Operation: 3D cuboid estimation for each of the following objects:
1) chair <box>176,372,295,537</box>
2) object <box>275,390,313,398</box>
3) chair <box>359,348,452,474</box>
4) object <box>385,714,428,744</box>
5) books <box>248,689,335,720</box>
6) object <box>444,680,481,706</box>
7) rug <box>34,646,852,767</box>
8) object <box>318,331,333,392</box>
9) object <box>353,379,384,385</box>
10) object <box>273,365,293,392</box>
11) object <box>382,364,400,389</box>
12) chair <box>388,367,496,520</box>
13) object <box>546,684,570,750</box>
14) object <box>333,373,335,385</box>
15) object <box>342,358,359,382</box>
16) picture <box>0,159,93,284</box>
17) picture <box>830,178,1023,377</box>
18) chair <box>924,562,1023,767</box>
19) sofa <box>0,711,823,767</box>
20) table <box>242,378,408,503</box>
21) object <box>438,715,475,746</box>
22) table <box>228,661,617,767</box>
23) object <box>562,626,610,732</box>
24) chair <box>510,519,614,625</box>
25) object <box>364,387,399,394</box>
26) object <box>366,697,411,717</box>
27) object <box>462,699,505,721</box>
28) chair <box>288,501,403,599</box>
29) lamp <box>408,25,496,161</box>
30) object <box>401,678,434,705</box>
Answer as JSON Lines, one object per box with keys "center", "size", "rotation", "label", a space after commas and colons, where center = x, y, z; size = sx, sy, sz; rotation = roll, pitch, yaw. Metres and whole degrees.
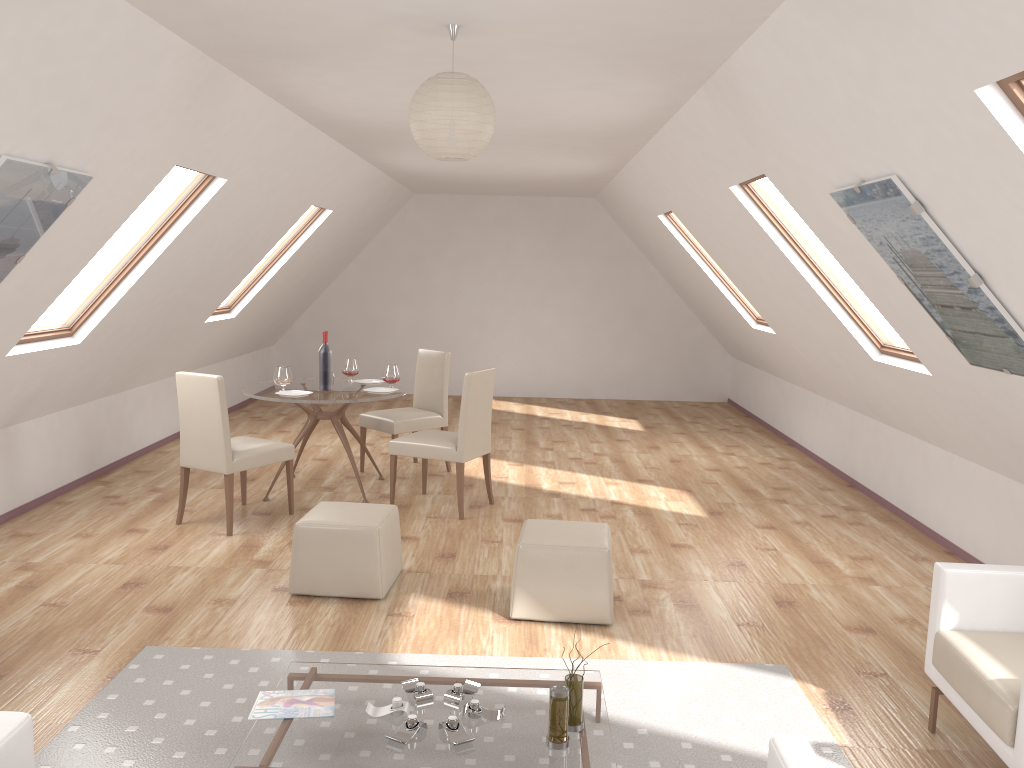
{"center": [-1.809, 0.401, 5.787], "size": [0.477, 0.999, 0.618], "rotation": [5, 8, 28], "label": "chair"}
{"center": [-1.517, 0.071, 6.178], "size": [0.228, 0.020, 0.228], "rotation": [5, 8, 26], "label": "object"}
{"center": [-0.860, 0.231, 7.252], "size": [0.618, 0.999, 0.477], "rotation": [-6, 10, -44], "label": "chair"}
{"center": [-0.339, 1.105, 2.851], "size": [0.064, 0.052, 0.143], "rotation": [6, 9, 30], "label": "object"}
{"center": [-0.745, 1.095, 3.036], "size": [0.280, 0.005, 0.192], "rotation": [0, 8, -7], "label": "books"}
{"center": [-0.174, 1.073, 3.124], "size": [0.064, 0.052, 0.143], "rotation": [6, 9, 30], "label": "object"}
{"center": [-0.222, 1.292, 3.086], "size": [2.800, 0.007, 1.600], "rotation": [1, 7, 1], "label": "rug"}
{"center": [-1.349, -0.166, 6.411], "size": [0.109, 0.435, 0.109], "rotation": [1, 7, -3], "label": "object"}
{"center": [-1.110, -0.013, 6.888], "size": [0.228, 0.020, 0.228], "rotation": [-6, 10, -44], "label": "object"}
{"center": [-1.641, -0.037, 6.357], "size": [0.136, 0.183, 0.136], "rotation": [5, 8, 27], "label": "object"}
{"center": [-0.900, -0.053, 6.610], "size": [0.136, 0.183, 0.136], "rotation": [-1, 8, -20], "label": "object"}
{"center": [-0.478, 0.373, 6.233], "size": [0.618, 0.999, 0.477], "rotation": [5, 8, 25], "label": "chair"}
{"center": [0.148, 1.053, 2.810], "size": [0.075, 0.185, 0.075], "rotation": [6, 9, 32], "label": "object"}
{"center": [-1.373, -0.130, 6.568], "size": [0.086, 0.322, 0.096], "rotation": [-4, 9, -36], "label": "object"}
{"center": [-1.270, -0.109, 6.967], "size": [0.136, 0.183, 0.136], "rotation": [-1, 8, -20], "label": "object"}
{"center": [-2.202, -0.515, 3.644], "size": [0.683, 0.738, 0.650], "rotation": [1, 7, 1], "label": "picture"}
{"center": [1.711, -0.416, 3.591], "size": [0.683, 0.738, 0.650], "rotation": [1, 7, 1], "label": "picture"}
{"center": [1.935, 1.006, 2.963], "size": [0.820, 0.706, 0.748], "rotation": [2, 7, 3], "label": "chair"}
{"center": [-0.275, 1.118, 1.715], "size": [1.880, 0.706, 0.820], "rotation": [1, 7, 1], "label": "sofa"}
{"center": [-1.387, 0.412, 6.638], "size": [1.198, 0.770, 1.198], "rotation": [4, 8, 21], "label": "table"}
{"center": [-0.178, 1.110, 2.848], "size": [0.064, 0.052, 0.143], "rotation": [-3, 9, -29], "label": "object"}
{"center": [-0.260, 1.209, 3.009], "size": [1.173, 0.190, 0.730], "rotation": [1, 7, 1], "label": "table"}
{"center": [0.213, 0.954, 2.909], "size": [0.123, 0.359, 0.184], "rotation": [8, 10, 42], "label": "object"}
{"center": [0.263, 0.923, 4.469], "size": [0.506, 0.394, 0.506], "rotation": [2, 8, 5], "label": "chair"}
{"center": [-0.950, 0.051, 6.434], "size": [0.228, 0.020, 0.228], "rotation": [5, 8, 23], "label": "object"}
{"center": [-0.417, 1.085, 2.990], "size": [0.143, 0.052, 0.064], "rotation": [1, 7, 1], "label": "object"}
{"center": [-0.096, 1.093, 2.985], "size": [0.143, 0.052, 0.064], "rotation": [1, 7, 1], "label": "object"}
{"center": [-0.873, 0.863, 4.723], "size": [0.506, 0.394, 0.506], "rotation": [2, 8, 5], "label": "chair"}
{"center": [-0.229, -1.121, 3.421], "size": [0.340, 0.497, 0.340], "rotation": [8, 10, 40], "label": "lamp"}
{"center": [-0.334, 1.070, 3.127], "size": [0.064, 0.051, 0.143], "rotation": [-3, 9, -29], "label": "object"}
